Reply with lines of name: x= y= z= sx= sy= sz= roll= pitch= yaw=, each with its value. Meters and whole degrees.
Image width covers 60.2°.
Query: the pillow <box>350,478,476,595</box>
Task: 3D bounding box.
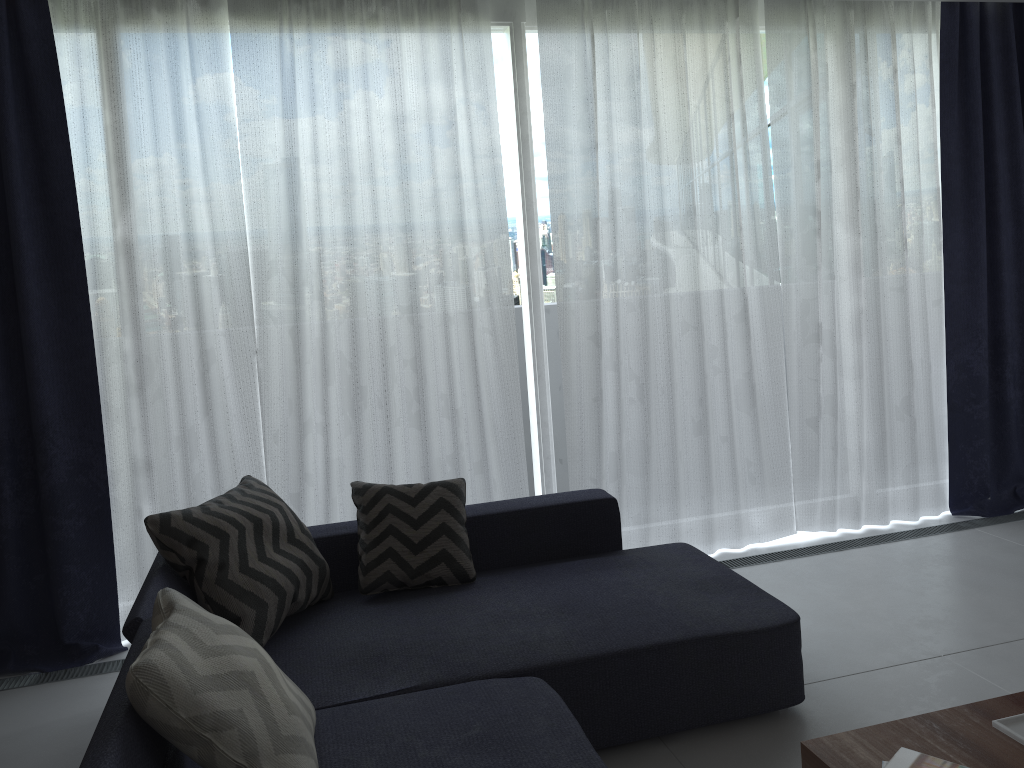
pillow: x=-0.343 y=0.517 z=3.081 sx=0.415 sy=0.343 sz=0.287 roll=-5 pitch=4 yaw=-9

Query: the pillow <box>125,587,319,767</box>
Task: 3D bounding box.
pillow: x=-0.600 y=0.674 z=1.892 sx=0.343 sy=0.386 sz=0.497 roll=-5 pitch=5 yaw=-14

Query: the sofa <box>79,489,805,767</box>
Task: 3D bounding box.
sofa: x=0.076 y=0.817 z=1.967 sx=1.902 sy=0.605 sz=2.886 roll=-6 pitch=7 yaw=-14

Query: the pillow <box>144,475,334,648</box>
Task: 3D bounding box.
pillow: x=-0.833 y=0.598 z=2.792 sx=0.355 sy=0.516 sz=0.602 roll=-3 pitch=5 yaw=16

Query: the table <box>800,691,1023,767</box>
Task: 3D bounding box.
table: x=1.105 y=0.919 z=1.584 sx=0.807 sy=0.351 sz=0.804 roll=-6 pitch=6 yaw=-14

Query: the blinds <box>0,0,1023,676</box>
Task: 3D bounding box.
blinds: x=0.739 y=-0.233 z=1.318 sx=7.143 sy=2.759 sz=5.829 roll=-5 pitch=6 yaw=-11
